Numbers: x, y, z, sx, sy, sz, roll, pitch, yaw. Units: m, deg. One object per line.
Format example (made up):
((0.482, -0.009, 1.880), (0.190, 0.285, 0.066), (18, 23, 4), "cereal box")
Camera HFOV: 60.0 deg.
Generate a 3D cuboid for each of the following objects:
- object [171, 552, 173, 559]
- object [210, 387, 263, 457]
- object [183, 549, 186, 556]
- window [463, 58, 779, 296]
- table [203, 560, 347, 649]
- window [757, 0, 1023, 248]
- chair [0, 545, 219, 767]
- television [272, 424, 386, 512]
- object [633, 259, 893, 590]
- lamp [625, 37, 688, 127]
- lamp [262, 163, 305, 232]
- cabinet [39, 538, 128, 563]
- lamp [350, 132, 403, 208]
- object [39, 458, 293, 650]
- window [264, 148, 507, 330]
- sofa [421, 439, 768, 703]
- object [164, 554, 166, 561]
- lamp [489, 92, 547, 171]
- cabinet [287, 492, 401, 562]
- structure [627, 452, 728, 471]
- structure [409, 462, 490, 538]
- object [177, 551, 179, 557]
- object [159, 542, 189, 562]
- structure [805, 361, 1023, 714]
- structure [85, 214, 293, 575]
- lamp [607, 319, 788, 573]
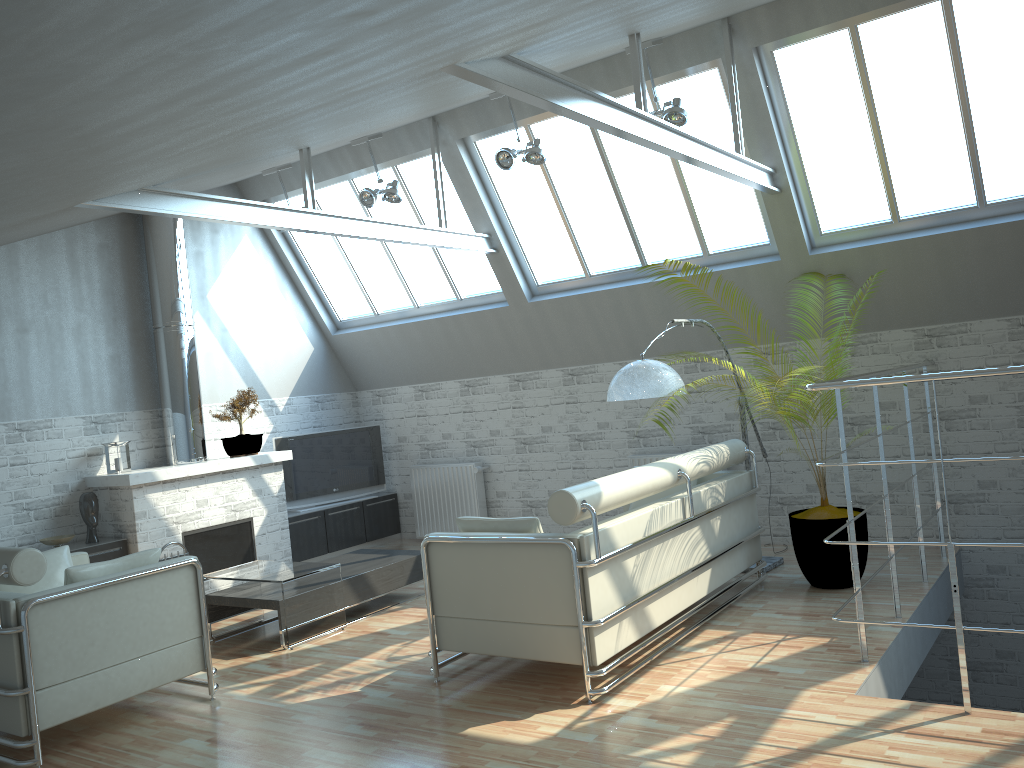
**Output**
((-5.298, 3.129, 14.051), (0.145, 0.932, 0.065), (-6, 0, 16), "object")
((-5.018, 0.689, 16.125), (0.572, 1.265, 1.115), (-6, 0, 38), "object")
((-5.228, 3.093, 14.257), (0.155, 0.873, 0.026), (-6, 0, 36), "object")
((1.715, -3.165, 14.377), (4.651, 2.787, 1.897), (-6, 0, 35), "window")
((-3.275, 2.967, 12.099), (1.726, 0.867, 1.015), (-6, 0, 35), "table")
((5.874, -3.607, 11.495), (4.651, 2.787, 1.897), (-6, 0, 35), "window")
((-4.877, 2.571, 9.504), (2.507, 2.001, 2.201), (-6, 0, 35), "chair")
((-3.754, 1.720, 18.252), (0.592, 1.514, 2.577), (-6, 0, 45), "television")
((3.233, 0.548, 11.713), (3.777, 4.386, 5.015), (-6, 0, 10), "object")
((1.850, -3.992, 11.817), (0.808, 1.172, 0.619), (-6, 0, 39), "lamp")
((-4.099, -3.359, 15.939), (0.808, 1.172, 0.619), (-6, 0, 39), "lamp")
((-7.695, 3.243, 12.422), (0.914, 1.270, 4.572), (-6, 0, 35), "cabinet")
((-2.289, -3.552, 14.685), (0.808, 1.172, 0.619), (-6, 0, 39), "lamp")
((-4.822, 2.301, 12.733), (4.859, 2.558, 1.528), (-6, 0, 34), "object")
((-2.445, -2.722, 17.260), (4.651, 2.787, 1.897), (-6, 0, 35), "window")
((1.236, 1.949, 10.848), (2.199, 1.999, 4.866), (-6, 0, 35), "sofa")
((-5.376, 3.128, 13.931), (0.146, 0.916, 0.131), (-6, 0, 35), "object")
((0.025, -3.798, 13.082), (0.808, 1.172, 0.618), (-6, 0, 38), "lamp")
((-3.728, 2.990, 18.208), (0.908, 1.016, 3.234), (-6, 0, 35), "cabinet")
((2.967, 1.950, 15.291), (1.892, 1.524, 0.508), (-6, 0, 35), "structure")
((-1.238, 2.397, 18.205), (1.892, 1.524, 0.508), (-6, 0, 35), "structure")
((-5.293, 3.090, 14.163), (0.025, 0.855, 0.025), (-6, 0, -33), "object")
((-5.391, 3.085, 14.174), (0.412, 1.124, 0.584), (-6, 0, 35), "object")
((6.712, 0.983, 8.968), (5.366, 2.781, 6.483), (-6, 0, 35), "structure")
((-5.696, 0.085, 15.528), (1.309, 7.180, 3.302), (-6, 0, 35), "structure")
((2.980, 0.911, 12.702), (1.015, 3.709, 4.621), (-6, 0, 41), "lamp")
